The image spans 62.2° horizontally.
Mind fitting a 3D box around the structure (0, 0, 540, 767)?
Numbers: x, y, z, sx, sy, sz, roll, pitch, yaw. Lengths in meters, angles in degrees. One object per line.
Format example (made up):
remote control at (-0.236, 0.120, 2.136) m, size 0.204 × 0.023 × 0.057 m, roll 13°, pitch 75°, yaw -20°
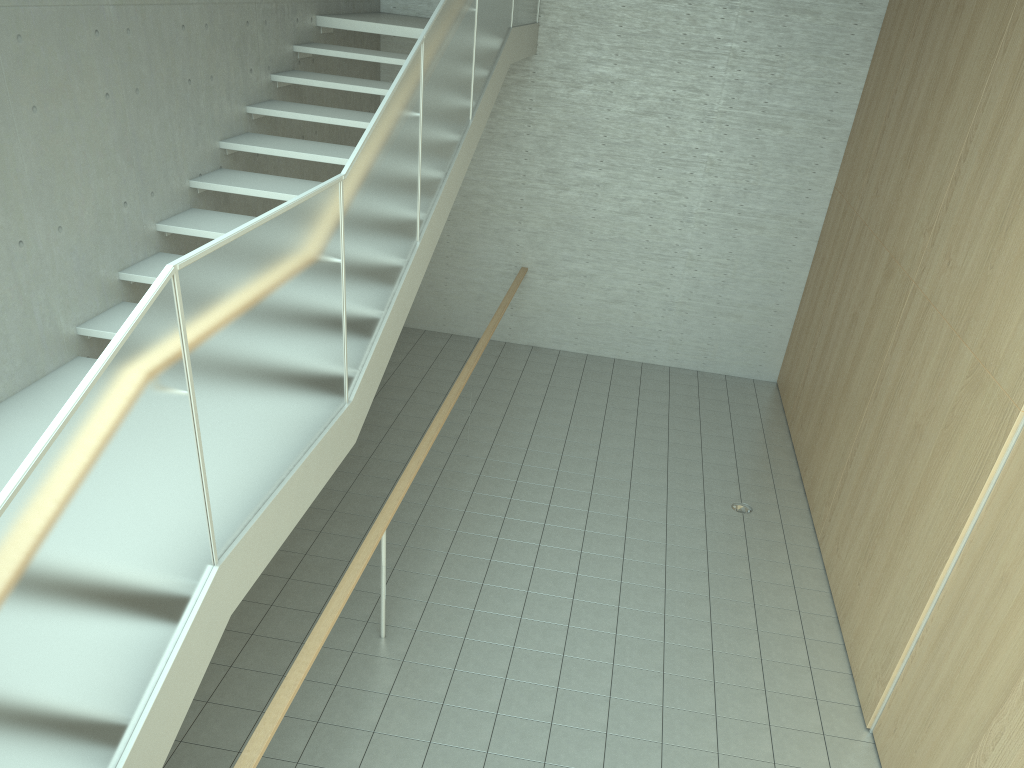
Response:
structure at (-1.607, -0.165, 4.034) m, size 1.878 × 4.886 × 11.005 m, roll 10°, pitch 27°, yaw 6°
